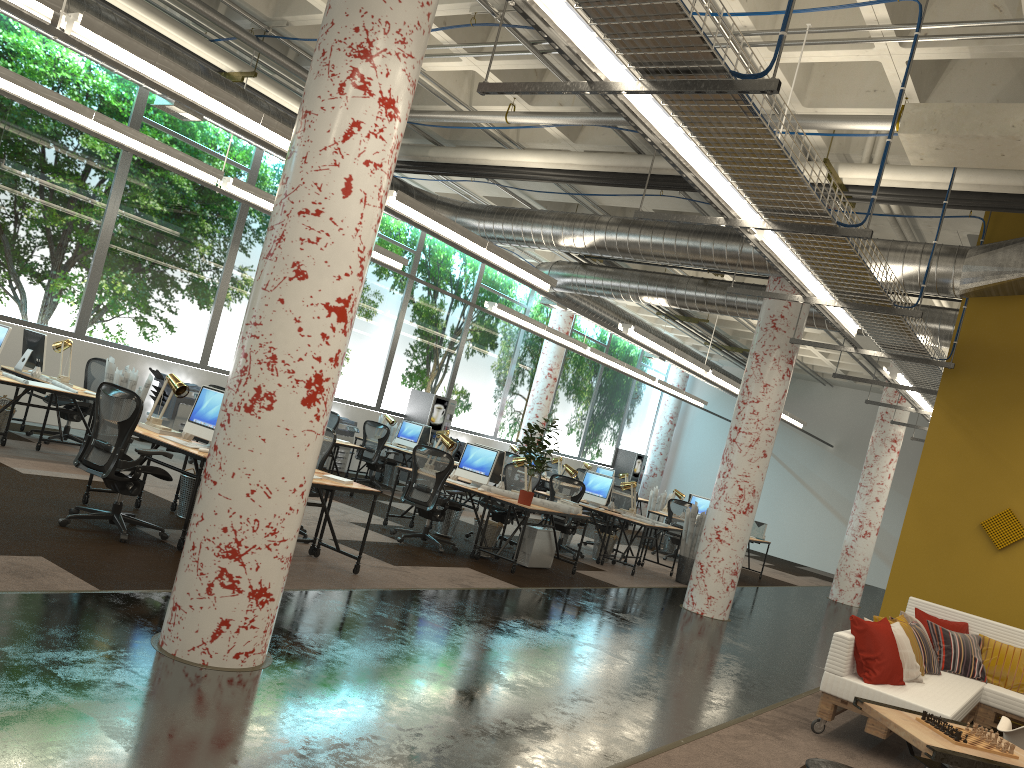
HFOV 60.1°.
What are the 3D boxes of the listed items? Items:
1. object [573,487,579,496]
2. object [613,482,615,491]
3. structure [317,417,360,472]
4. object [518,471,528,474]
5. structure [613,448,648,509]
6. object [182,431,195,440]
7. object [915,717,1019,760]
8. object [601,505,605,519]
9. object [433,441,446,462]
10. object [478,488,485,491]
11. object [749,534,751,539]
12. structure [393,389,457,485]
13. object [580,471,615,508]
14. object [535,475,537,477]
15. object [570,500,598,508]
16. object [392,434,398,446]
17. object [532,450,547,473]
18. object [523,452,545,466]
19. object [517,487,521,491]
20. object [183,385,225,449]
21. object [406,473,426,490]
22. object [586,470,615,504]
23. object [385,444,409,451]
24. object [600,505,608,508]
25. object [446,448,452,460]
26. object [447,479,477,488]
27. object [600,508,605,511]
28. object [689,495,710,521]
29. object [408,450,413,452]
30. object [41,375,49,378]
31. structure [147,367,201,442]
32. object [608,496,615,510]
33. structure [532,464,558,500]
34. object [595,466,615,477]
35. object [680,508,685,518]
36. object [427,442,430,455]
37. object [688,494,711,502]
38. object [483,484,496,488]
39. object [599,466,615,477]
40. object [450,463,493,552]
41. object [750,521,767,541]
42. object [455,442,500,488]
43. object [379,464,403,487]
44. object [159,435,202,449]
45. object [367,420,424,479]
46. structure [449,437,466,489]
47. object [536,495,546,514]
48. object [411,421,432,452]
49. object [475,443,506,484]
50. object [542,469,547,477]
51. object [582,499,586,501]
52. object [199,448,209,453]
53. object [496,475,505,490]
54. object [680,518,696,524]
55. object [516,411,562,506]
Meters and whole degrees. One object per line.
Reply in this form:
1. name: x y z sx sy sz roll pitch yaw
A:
1. object: 0.960 1.646 13.257 0.102 0.209 0.101 15 -1 -11
2. object: 2.456 2.480 21.425 0.102 0.209 0.101 15 -1 -11
3. structure: -3.191 1.001 15.768 0.500 1.057 1.065 14 -1 35
4. object: 0.218 1.816 18.219 0.436 0.017 0.119 13 -4 34
5. structure: 3.283 2.843 25.525 0.634 1.810 0.755 15 -1 34
6. object: -2.713 0.367 7.466 0.102 0.209 0.101 15 -1 -11
7. object: 1.822 1.421 3.559 0.273 0.012 0.273 15 -3 -6
8. object: 2.271 3.038 20.930 0.356 0.435 0.355 14 -1 31
9. object: -1.192 1.093 14.405 0.279 0.302 0.151 14 -1 34
10. object: -0.344 1.197 10.024 0.059 0.029 0.107 13 -3 35
11. object: 4.095 2.555 15.701 0.279 0.302 0.151 14 -1 34
12. structure: -1.772 1.095 17.791 0.634 1.810 0.755 15 -1 34
13. object: 1.233 1.562 13.018 0.481 0.485 0.191 14 -1 34
14. object: 0.479 1.868 18.029 0.059 0.029 0.107 13 -3 35
15. object: 1.033 1.741 12.848 0.436 0.017 0.119 13 -4 34
16. object: -2.013 0.975 15.325 0.102 0.209 0.101 15 -1 -11
17. object: 0.495 1.689 18.973 0.481 0.485 0.191 14 -1 34
18. object: 0.418 1.637 18.389 0.481 0.485 0.191 14 -1 34
19. object: 0.019 2.347 19.123 0.356 0.435 0.355 14 -1 31
20. object: -2.439 0.283 7.227 0.481 0.485 0.191 14 -1 34
21. object: -1.646 1.683 14.936 0.356 0.435 0.355 14 -1 31
22. object: 1.310 1.614 13.602 0.481 0.485 0.191 14 -1 34
23. object: -1.940 1.070 14.916 0.436 0.017 0.119 13 -4 34
24. object: 1.391 1.885 13.772 0.436 0.017 0.119 13 -4 34
25. object: -1.112 1.121 14.528 0.279 0.302 0.151 14 -1 34
26. object: -0.604 1.146 10.214 0.436 0.017 0.119 13 -4 34
27. object: 1.293 1.793 12.658 0.059 0.029 0.107 13 -3 35
28. object: 3.467 2.325 16.260 0.481 0.485 0.191 14 -1 34
29. object: -1.680 1.122 14.726 0.059 0.029 0.107 13 -3 35
30. object: -5.322 -0.079 10.116 0.436 0.017 0.119 13 -4 34
31. structure: -4.943 0.395 13.083 0.500 1.057 1.065 14 -1 35
32. object: 1.513 1.797 13.363 0.102 0.209 0.101 15 -1 -11
33. structure: 0.726 2.356 21.762 0.500 1.057 1.065 14 -1 35
34. object: 2.177 2.246 21.080 0.481 0.485 0.191 14 -1 34
35. object: 3.194 2.409 16.499 0.102 0.209 0.101 15 -1 -11
36. object: -1.461 1.126 15.431 0.102 0.209 0.101 15 -1 -11
37. object: 3.543 2.377 16.844 0.481 0.485 0.191 14 -1 34
38. object: -0.246 1.290 11.138 0.436 0.017 0.119 13 -4 34
39. object: 2.253 2.297 21.664 0.481 0.485 0.191 14 -1 34
40. object: -0.456 1.473 10.442 0.843 0.933 0.105 14 0 29
41. object: 4.562 2.717 16.417 0.279 0.302 0.151 14 -1 34
42. object: -0.404 0.967 10.384 0.481 0.485 0.191 14 -1 34
43. object: -2.141 1.601 15.821 0.354 0.435 0.367 15 -1 -20
44. object: -2.640 0.462 7.057 0.436 0.017 0.119 13 -4 34
45. object: -2.069 1.188 15.254 1.071 1.209 0.192 14 -1 35
46. structure: -1.033 1.748 19.070 0.500 1.057 1.065 14 -1 35
47. object: -0.500 2.104 17.127 0.364 0.437 3.435 14 -3 44
48. object: -1.664 0.943 15.671 0.481 0.485 0.191 14 -1 34
49. object: -0.328 1.018 10.969 0.481 0.485 0.191 14 -1 34
50. object: 0.698 1.872 18.734 0.102 0.209 0.101 15 -1 -11
51. object: 1.134 1.821 13.962 0.059 0.029 0.107 13 -3 35
52. object: -2.379 0.514 6.868 0.059 0.029 0.107 13 -3 35
53. object: -0.124 1.202 10.729 0.102 0.209 0.101 15 -1 -11
54. object: 3.267 2.504 16.090 0.436 0.017 0.119 13 -4 34
55. object: 0.243 0.795 9.713 0.511 1.077 0.441 14 -1 25
